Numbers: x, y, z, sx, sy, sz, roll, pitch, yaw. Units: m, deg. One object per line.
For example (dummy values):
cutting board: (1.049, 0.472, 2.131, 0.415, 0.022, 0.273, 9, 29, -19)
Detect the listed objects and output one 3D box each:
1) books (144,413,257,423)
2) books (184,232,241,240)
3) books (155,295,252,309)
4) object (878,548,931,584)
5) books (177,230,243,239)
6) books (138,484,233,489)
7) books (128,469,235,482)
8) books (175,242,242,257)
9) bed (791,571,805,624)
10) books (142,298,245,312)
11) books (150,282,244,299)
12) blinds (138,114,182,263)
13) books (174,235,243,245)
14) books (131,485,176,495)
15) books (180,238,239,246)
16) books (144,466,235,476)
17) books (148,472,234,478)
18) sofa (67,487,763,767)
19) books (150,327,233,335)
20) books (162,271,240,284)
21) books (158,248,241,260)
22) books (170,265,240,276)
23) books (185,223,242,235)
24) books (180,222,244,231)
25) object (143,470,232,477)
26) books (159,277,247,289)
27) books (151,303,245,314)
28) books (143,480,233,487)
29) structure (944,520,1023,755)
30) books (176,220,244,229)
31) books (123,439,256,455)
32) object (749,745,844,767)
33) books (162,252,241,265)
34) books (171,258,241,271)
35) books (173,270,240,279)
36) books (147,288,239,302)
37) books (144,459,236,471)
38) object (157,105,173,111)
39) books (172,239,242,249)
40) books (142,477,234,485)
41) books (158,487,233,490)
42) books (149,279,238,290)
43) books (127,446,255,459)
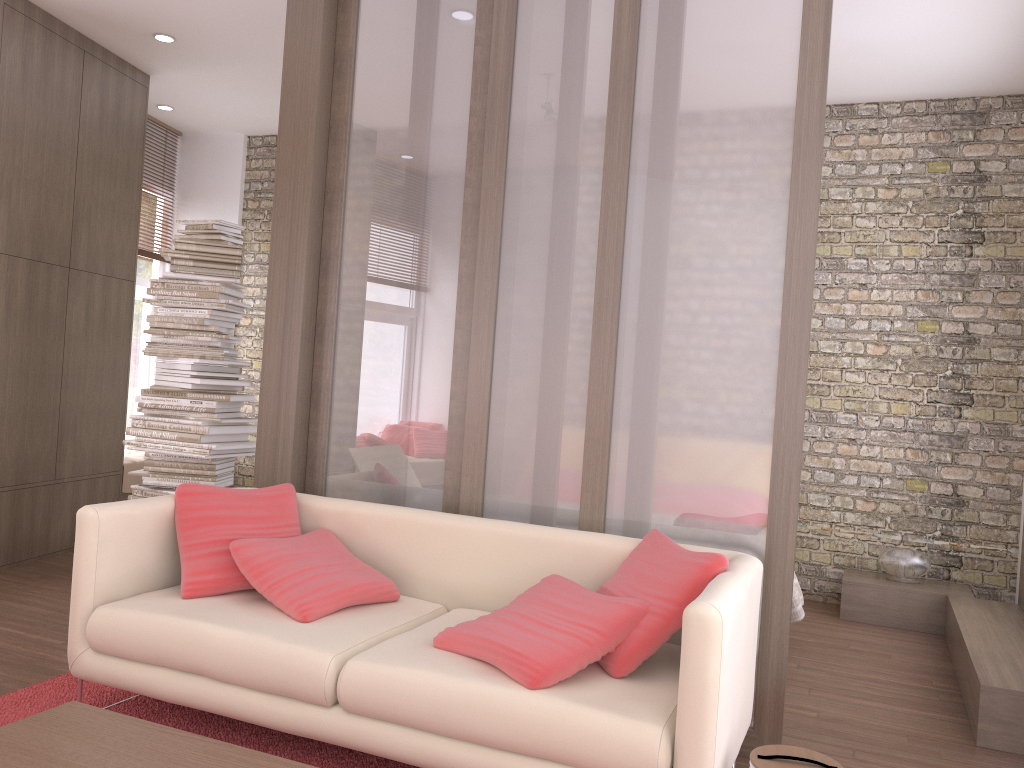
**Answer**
books: (-1.762, 0.188, 5.037, 0.542, 0.020, 0.320, 4, 0, 23)
books: (-1.694, -0.835, 5.036, 0.258, 0.010, 0.183, 4, 0, 8)
books: (-1.744, -0.465, 5.037, 0.434, 0.019, 0.324, 4, 0, 3)
object: (2.383, 1.097, 5.388, 0.296, 0.199, 0.211, 4, 0, 20)
books: (-1.710, -0.850, 5.035, 0.303, 0.015, 0.202, 4, 0, 23)
books: (-1.821, 0.567, 4.979, 0.413, 0.006, 0.322, 4, 0, 3)
books: (-1.854, 0.509, 4.994, 0.488, 0.018, 0.296, 4, 0, 3)
books: (-1.716, -0.749, 5.029, 0.351, 0.036, 0.275, 4, 0, -17)
bed: (0.549, 0.879, 5.091, 2.219, 0.861, 2.360, 4, 0, 23)
books: (-1.798, -0.446, 5.033, 0.470, 0.022, 0.306, 4, 0, 3)
books: (-1.782, -0.533, 5.047, 0.416, 0.035, 0.323, 4, 0, 3)
blinds: (-3.025, -1.616, 6.982, 0.042, 1.138, 1.373, 4, 0, 10)
books: (-1.723, -0.819, 5.041, 0.327, 0.023, 0.198, 4, 0, 23)
books: (-1.866, 0.592, 4.998, 0.422, 0.016, 0.330, 4, 0, 28)
books: (-1.710, -0.794, 5.031, 0.272, 0.023, 0.201, 4, 0, 3)
books: (-1.806, 0.474, 4.985, 0.396, 0.024, 0.310, 4, 0, 3)
books: (-1.801, 0.499, 5.003, 0.385, 0.008, 0.274, 4, 0, 3)
sofa: (-0.351, 0.866, 3.016, 2.204, 0.751, 0.919, 4, 0, 22)
books: (-1.812, -0.299, 5.031, 0.395, 0.009, 0.233, 4, 0, -2)
books: (-1.754, -0.592, 5.025, 0.404, 0.026, 0.266, 4, 0, -17)
books: (-1.762, -0.722, 5.029, 0.435, 0.019, 0.248, 4, 0, -17)
books: (-1.743, -0.633, 5.056, 0.371, 0.036, 0.211, 4, 0, -17)
books: (-1.695, -0.872, 5.033, 0.260, 0.029, 0.193, 4, 0, 38)
books: (-1.698, -0.892, 5.023, 0.277, 0.008, 0.216, 4, 0, 23)
object: (-1.815, 0.490, 4.987, 0.413, 0.008, 0.243, 4, 0, 3)
books: (-1.752, -0.572, 5.046, 0.416, 0.015, 0.245, 4, 0, 3)
books: (-1.764, -0.426, 5.007, 0.416, 0.012, 0.324, 4, 0, 3)
books: (-1.811, 0.552, 4.985, 0.396, 0.024, 0.310, 4, 0, 3)
structure: (2.604, 0.010, 4.094, 0.808, 2.881, 2.039, 4, 0, 23)
books: (-1.711, -0.905, 5.036, 0.313, 0.014, 0.204, 4, 0, 23)
books: (-1.824, 0.352, 5.038, 0.612, 0.028, 0.399, 4, 0, 23)
object: (0.730, 1.143, 2.304, 0.239, 0.341, 0.239, 4, 0, -35)
books: (-1.751, -0.700, 5.028, 0.412, 0.019, 0.259, 4, 0, -17)
books: (-1.741, -0.670, 5.056, 0.371, 0.036, 0.211, 4, 0, -17)
books: (-1.725, -0.609, 5.024, 0.351, 0.010, 0.284, 4, 0, -17)
books: (-1.803, -0.497, 5.027, 0.401, 0.035, 0.315, 4, 0, 3)
books: (-1.804, 0.444, 4.985, 0.396, 0.033, 0.310, 4, 0, 3)
object: (-2.706, -2.157, 6.920, 0.119, 0.010, 0.119, 4, 0, -42)
books: (-1.720, -0.776, 5.021, 0.366, 0.012, 0.287, 4, 0, -17)
books: (-1.814, 0.530, 4.990, 0.405, 0.018, 0.300, 4, 0, 3)
books: (-1.815, 0.578, 4.996, 0.448, 0.016, 0.264, 4, 0, 28)
books: (-1.795, -0.560, 5.029, 0.392, 0.015, 0.306, 4, 0, 3)
books: (-1.795, 0.377, 4.989, 0.542, 0.016, 0.423, 4, 0, 23)
